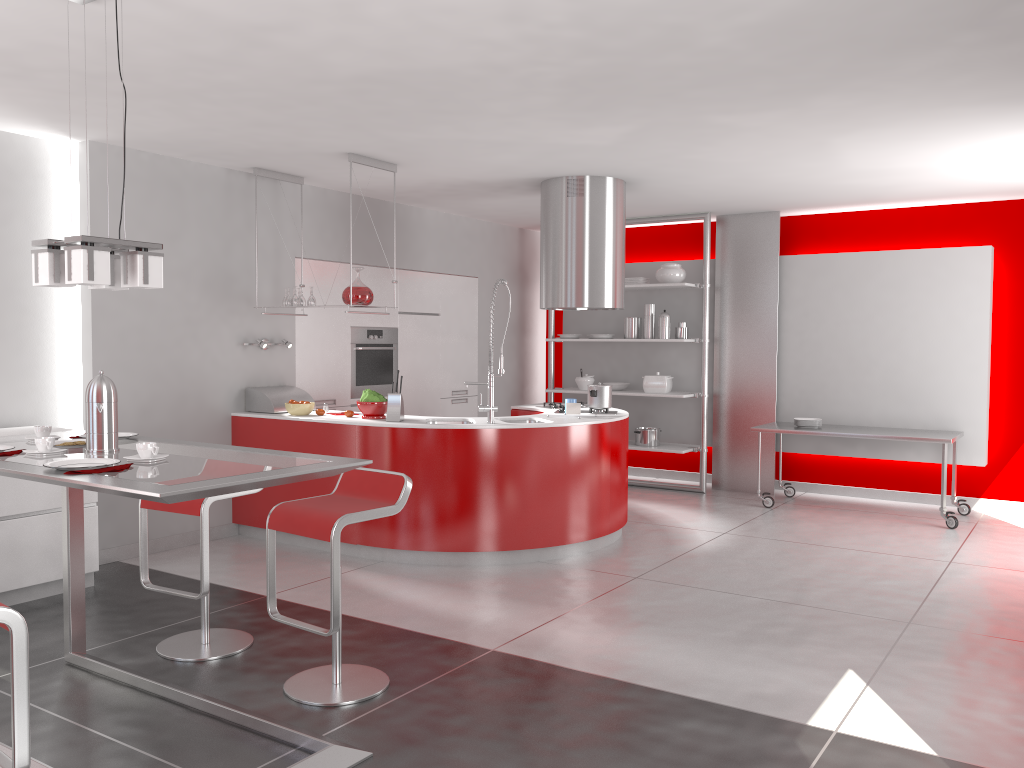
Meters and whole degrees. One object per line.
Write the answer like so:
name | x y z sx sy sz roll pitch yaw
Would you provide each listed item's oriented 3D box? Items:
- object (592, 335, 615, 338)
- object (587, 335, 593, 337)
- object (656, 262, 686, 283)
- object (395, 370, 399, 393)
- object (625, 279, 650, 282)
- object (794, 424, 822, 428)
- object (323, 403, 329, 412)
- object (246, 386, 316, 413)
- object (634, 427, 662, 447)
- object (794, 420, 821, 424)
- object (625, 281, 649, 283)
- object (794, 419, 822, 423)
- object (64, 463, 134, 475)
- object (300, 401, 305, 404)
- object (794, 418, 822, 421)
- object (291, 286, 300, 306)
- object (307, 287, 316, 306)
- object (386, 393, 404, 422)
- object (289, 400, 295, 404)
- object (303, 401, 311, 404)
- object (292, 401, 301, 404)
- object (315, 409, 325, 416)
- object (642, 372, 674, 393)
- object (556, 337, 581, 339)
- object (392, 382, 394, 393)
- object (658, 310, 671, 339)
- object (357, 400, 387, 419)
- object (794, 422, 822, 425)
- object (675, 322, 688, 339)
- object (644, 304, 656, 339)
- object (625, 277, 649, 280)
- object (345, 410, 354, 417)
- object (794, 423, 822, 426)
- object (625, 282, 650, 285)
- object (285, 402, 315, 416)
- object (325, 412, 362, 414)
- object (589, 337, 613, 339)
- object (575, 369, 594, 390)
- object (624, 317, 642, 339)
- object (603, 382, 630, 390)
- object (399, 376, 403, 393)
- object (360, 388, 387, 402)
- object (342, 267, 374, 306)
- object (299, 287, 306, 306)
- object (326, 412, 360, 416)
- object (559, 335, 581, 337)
object | 0.888 -0.460 8.661 0.244 0.042 0.244 1 3 18
object | 0.875 -0.474 8.952 0.244 0.042 0.244 2 3 25
object | 1.506 -1.046 8.405 0.287 0.222 0.287 0 3 -12
object | -0.751 0.071 5.753 0.014 0.322 0.150 1 3 4
object | 1.206 -0.989 8.565 0.200 0.030 0.200 2 3 33
object | 2.532 0.360 7.596 0.228 0.020 0.228 1 3 15
object | -1.351 0.170 6.441 0.042 0.066 0.043 -2 4 -43
object | -1.686 0.109 6.481 0.300 0.170 0.400 2 3 33
object | 1.306 0.508 8.532 0.240 0.161 0.259 1 3 16
object | 2.533 0.330 7.594 0.228 0.020 0.228 1 3 15
object | 1.206 -0.974 8.565 0.200 0.030 0.200 2 3 33
object | 2.533 0.320 7.594 0.228 0.020 0.228 1 3 15
object | -1.207 0.256 2.650 0.095 0.012 0.234 2 3 32
object | -1.469 0.142 6.207 0.066 0.049 0.062 2 3 30
object | 2.533 0.310 7.593 0.228 0.020 0.228 1 3 15
object | -1.502 -0.604 6.145 0.060 0.141 0.060 1 3 10
object | -1.393 -0.605 6.174 0.060 0.141 0.060 2 3 33
object | -0.755 0.148 5.729 0.091 0.178 0.137 1 3 6
object | -1.530 0.138 6.195 0.055 0.058 0.066 1 3 19
object | -1.426 0.145 6.155 0.066 0.049 0.062 3 4 41
object | -1.491 0.145 6.149 0.065 0.052 0.062 1 3 18
object | -1.326 0.196 6.132 0.065 0.047 0.063 2 3 33
object | 1.394 -0.016 8.485 0.282 0.197 0.235 2 3 23
object | 0.577 -0.459 8.883 0.280 0.015 0.280 -1 3 -20
object | -0.778 0.085 5.748 0.009 0.197 0.091 1 3 4
object | 1.424 -0.556 8.275 0.115 0.274 0.115 2 3 26
object | -0.922 0.171 5.918 0.229 0.118 0.228 1 3 5
object | 2.532 0.340 7.595 0.228 0.020 0.228 1 3 15
object | 1.604 -0.502 8.383 0.127 0.157 0.127 3 4 44
object | 1.305 -0.590 8.410 0.109 0.329 0.110 2 3 31
object | 1.206 -1.005 8.564 0.200 0.030 0.200 2 3 33
object | -1.102 0.201 6.009 0.064 0.048 0.063 1 3 11
object | 2.532 0.350 7.595 0.228 0.020 0.228 1 3 15
object | 1.206 -0.958 8.566 0.200 0.030 0.200 2 3 33
object | -1.473 0.175 6.159 0.201 0.086 0.201 2 3 34
object | -1.144 0.204 6.243 0.375 0.008 0.041 1 3 10
object | 0.888 -0.446 8.662 0.280 0.015 0.280 -1 3 -27
object | 0.727 -0.048 8.857 0.192 0.214 0.192 1 3 20
object | 1.160 -0.537 8.560 0.184 0.205 0.172 2 3 39
object | 1.041 0.027 8.829 0.272 0.072 0.272 0 3 -3
object | -0.725 0.088 5.742 0.012 0.279 0.130 1 3 4
object | -0.912 0.118 5.910 0.198 0.182 0.193 3 3 39
object | -1.046 -0.658 6.018 0.213 0.266 0.213 -1 3 -28
object | -1.477 -0.608 6.228 0.060 0.141 0.060 2 3 33
object | -1.199 0.210 6.259 0.168 0.006 0.266 -1 3 -30
object | 0.577 -0.472 8.883 0.244 0.042 0.244 1 3 18
